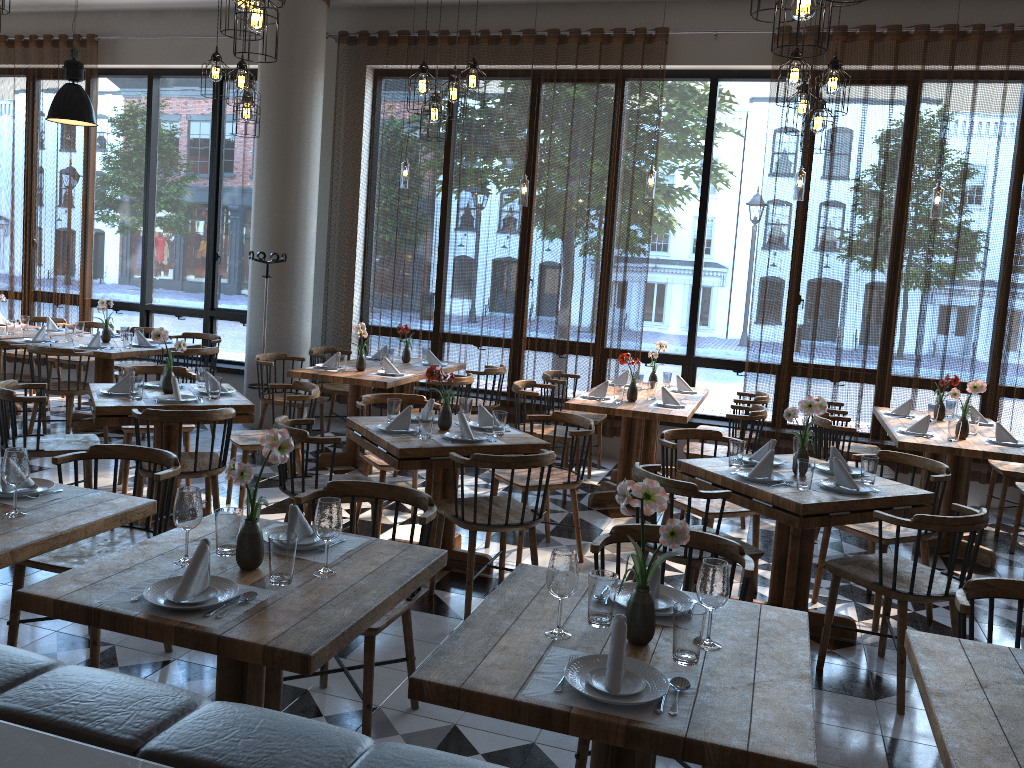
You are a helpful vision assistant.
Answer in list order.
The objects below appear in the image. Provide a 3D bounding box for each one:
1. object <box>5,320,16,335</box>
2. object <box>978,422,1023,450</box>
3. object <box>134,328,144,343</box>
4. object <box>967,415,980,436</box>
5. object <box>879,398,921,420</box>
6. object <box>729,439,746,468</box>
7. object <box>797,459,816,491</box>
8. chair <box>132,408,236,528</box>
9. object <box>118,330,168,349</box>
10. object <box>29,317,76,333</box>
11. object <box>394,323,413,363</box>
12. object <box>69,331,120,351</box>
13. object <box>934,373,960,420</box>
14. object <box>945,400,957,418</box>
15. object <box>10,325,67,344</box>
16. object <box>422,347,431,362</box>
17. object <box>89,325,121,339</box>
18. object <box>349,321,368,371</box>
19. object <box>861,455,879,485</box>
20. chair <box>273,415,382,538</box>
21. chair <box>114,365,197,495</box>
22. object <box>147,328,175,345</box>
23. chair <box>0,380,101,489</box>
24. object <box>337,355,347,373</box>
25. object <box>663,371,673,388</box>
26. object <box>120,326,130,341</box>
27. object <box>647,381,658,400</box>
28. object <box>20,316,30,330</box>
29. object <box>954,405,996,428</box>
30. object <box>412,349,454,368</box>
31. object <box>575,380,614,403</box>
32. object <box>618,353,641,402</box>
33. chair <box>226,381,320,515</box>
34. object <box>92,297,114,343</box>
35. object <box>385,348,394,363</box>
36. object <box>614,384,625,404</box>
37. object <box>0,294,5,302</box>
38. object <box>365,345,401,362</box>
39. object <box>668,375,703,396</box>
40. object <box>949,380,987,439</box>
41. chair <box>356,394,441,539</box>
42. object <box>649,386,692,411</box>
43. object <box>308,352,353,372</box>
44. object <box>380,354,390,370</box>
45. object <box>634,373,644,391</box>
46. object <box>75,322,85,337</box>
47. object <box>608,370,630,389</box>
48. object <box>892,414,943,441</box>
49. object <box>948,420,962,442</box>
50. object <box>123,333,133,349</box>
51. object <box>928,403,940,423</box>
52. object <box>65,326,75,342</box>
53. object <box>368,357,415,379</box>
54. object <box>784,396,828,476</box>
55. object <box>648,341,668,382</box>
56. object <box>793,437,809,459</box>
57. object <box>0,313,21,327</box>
[{"bbox_3d":[-4.451,-0.500,7.862,0.080,0.131,0.080,4,6,2],"label":"object"},{"bbox_3d":[3.202,0.319,5.729,0.272,0.136,0.353,6,7,17],"label":"object"},{"bbox_3d":[-3.334,-0.429,7.919,0.080,0.131,0.080,4,6,2],"label":"object"},{"bbox_3d":[3.114,0.281,5.989,0.080,0.131,0.080,4,6,2],"label":"object"},{"bbox_3d":[2.957,0.171,6.725,0.272,0.136,0.353,6,7,17],"label":"object"},{"bbox_3d":[1.112,0.347,4.395,0.080,0.131,0.080,8,7,32],"label":"object"},{"bbox_3d":[1.327,0.412,4.013,0.080,0.131,0.080,8,7,32],"label":"object"},{"bbox_3d":[-1.813,0.505,4.846,0.519,0.814,0.552,1,7,-28],"label":"chair"},{"bbox_3d":[-3.203,-0.394,7.708,0.272,0.136,0.353,6,7,17],"label":"object"},{"bbox_3d":[-4.393,-0.579,8.475,0.352,0.136,0.272,6,7,17],"label":"object"},{"bbox_3d":[-0.963,-0.366,7.868,0.156,0.354,0.171,9,7,39],"label":"object"},{"bbox_3d":[-3.474,-0.368,7.360,0.352,0.136,0.272,6,7,17],"label":"object"},{"bbox_3d":[3.250,0.096,6.624,0.171,0.354,0.157,3,5,-7],"label":"object"},{"bbox_3d":[3.372,0.191,6.816,0.080,0.131,0.080,8,7,32],"label":"object"},{"bbox_3d":[-4.020,-0.428,7.526,0.352,0.136,0.272,6,7,17],"label":"object"},{"bbox_3d":[-0.785,-0.269,8.085,0.080,0.131,0.080,9,8,42],"label":"object"},{"bbox_3d":[-3.760,-0.509,8.282,0.352,0.136,0.272,6,7,17],"label":"object"},{"bbox_3d":[-1.221,-0.303,7.071,0.146,0.398,0.207,2,6,-19],"label":"object"},{"bbox_3d":[1.702,0.411,4.226,0.080,0.131,0.080,8,7,32],"label":"object"},{"bbox_3d":[-0.967,0.598,4.588,0.549,0.814,0.522,1,7,-28],"label":"chair"},{"bbox_3d":[-2.410,0.314,5.980,0.519,0.814,0.552,1,7,-28],"label":"chair"},{"bbox_3d":[-3.214,-0.448,8.115,0.352,0.136,0.272,6,7,17],"label":"object"},{"bbox_3d":[-2.681,0.408,5.112,0.549,0.814,0.522,1,7,-28],"label":"chair"},{"bbox_3d":[-1.331,-0.158,6.933,0.080,0.131,0.080,4,6,2],"label":"object"},{"bbox_3d":[1.305,-0.038,7.447,0.080,0.131,0.080,0,7,-38],"label":"object"},{"bbox_3d":[-3.500,-0.452,8.009,0.080,0.131,0.080,4,6,2],"label":"object"},{"bbox_3d":[1.047,0.052,6.620,0.080,0.131,0.080,4,6,2],"label":"object"},{"bbox_3d":[-4.592,-0.574,8.350,0.080,0.131,0.080,4,6,2],"label":"object"},{"bbox_3d":[3.466,0.227,6.576,0.272,0.136,0.353,6,7,17],"label":"object"},{"bbox_3d":[-0.685,-0.233,7.844,0.272,0.136,0.353,6,7,17],"label":"object"},{"bbox_3d":[0.634,0.035,6.507,0.272,0.136,0.353,6,7,17],"label":"object"},{"bbox_3d":[0.848,-0.051,6.445,0.171,0.354,0.157,4,5,-4],"label":"object"},{"bbox_3d":[-1.542,0.410,5.715,0.549,0.814,0.522,1,7,-28],"label":"chair"},{"bbox_3d":[-3.586,-0.565,7.792,0.207,0.398,0.146,6,6,22],"label":"object"},{"bbox_3d":[-1.073,-0.247,7.760,0.080,0.131,0.080,9,8,42],"label":"object"},{"bbox_3d":[0.758,0.074,6.294,0.080,0.131,0.080,4,6,2],"label":"object"},{"bbox_3d":[-4.796,-0.701,8.179,0.146,0.398,0.207,6,6,16],"label":"object"},{"bbox_3d":[-1.194,-0.289,7.993,0.272,0.136,0.353,6,7,17],"label":"object"},{"bbox_3d":[1.407,-0.001,7.205,0.272,0.136,0.353,6,7,17],"label":"object"},{"bbox_3d":[2.962,0.163,5.781,0.207,0.398,0.147,5,5,9],"label":"object"},{"bbox_3d":[-0.696,0.504,5.457,0.519,0.814,0.552,1,7,-28],"label":"chair"},{"bbox_3d":[1.143,0.091,6.358,0.272,0.136,0.353,6,7,17],"label":"object"},{"bbox_3d":[-1.458,-0.197,7.146,0.272,0.136,0.353,6,7,17],"label":"object"},{"bbox_3d":[-1.043,-0.180,7.258,0.080,0.131,0.080,4,6,2],"label":"object"},{"bbox_3d":[1.016,-0.016,7.122,0.080,0.131,0.080,0,7,-38],"label":"object"},{"bbox_3d":[-3.964,-0.500,8.125,0.080,0.131,0.080,4,6,2],"label":"object"},{"bbox_3d":[0.898,-0.057,7.354,0.272,0.136,0.353,6,7,17],"label":"object"},{"bbox_3d":[2.693,0.263,5.879,0.272,0.136,0.353,6,7,17],"label":"object"},{"bbox_3d":[2.825,0.303,5.663,0.080,0.131,0.080,4,6,2],"label":"object"},{"bbox_3d":[-3.235,-0.361,7.459,0.080,0.131,0.080,4,6,2],"label":"object"},{"bbox_3d":[3.083,0.213,6.491,0.080,0.131,0.080,8,7,32],"label":"object"},{"bbox_3d":[-3.828,-0.431,7.672,0.080,0.131,0.080,4,6,2],"label":"object"},{"bbox_3d":[-0.949,-0.141,6.997,0.272,0.136,0.353,6,7,17],"label":"object"},{"bbox_3d":[1.404,0.248,4.278,0.207,0.398,0.146,7,6,28],"label":"object"},{"bbox_3d":[1.190,-0.155,7.251,0.146,0.398,0.207,6,6,20],"label":"object"},{"bbox_3d":[1.499,0.347,4.608,0.080,0.131,0.080,8,7,32],"label":"object"},{"bbox_3d":[-4.974,-0.643,8.653,0.352,0.136,0.272,6,7,17],"label":"object"}]
